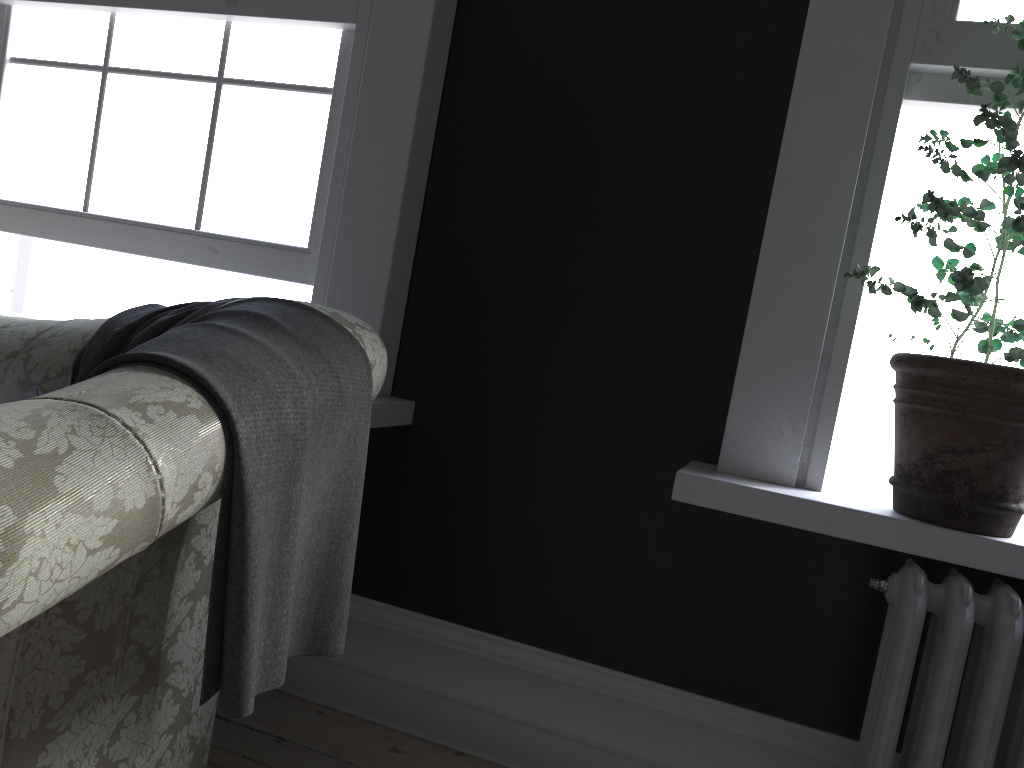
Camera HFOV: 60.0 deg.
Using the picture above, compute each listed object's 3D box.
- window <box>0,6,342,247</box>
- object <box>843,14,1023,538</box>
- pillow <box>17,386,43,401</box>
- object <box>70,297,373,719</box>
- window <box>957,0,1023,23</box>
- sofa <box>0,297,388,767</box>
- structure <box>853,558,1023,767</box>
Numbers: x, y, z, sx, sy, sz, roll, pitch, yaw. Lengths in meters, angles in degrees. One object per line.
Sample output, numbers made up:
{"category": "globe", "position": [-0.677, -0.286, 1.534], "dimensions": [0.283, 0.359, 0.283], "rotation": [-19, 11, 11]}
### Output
{"category": "window", "position": [-1.011, -1.296, 2.655], "dimensions": [1.261, 1.674, 0.056], "rotation": [11, 4, 18]}
{"category": "object", "position": [1.024, -0.259, 1.854], "dimensions": [0.506, 1.135, 0.473], "rotation": [8, 5, -32]}
{"category": "pillow", "position": [-1.110, 0.191, 1.747], "dimensions": [0.962, 0.462, 0.405], "rotation": [12, 4, 25]}
{"category": "object", "position": [-0.617, 0.099, 1.742], "dimensions": [0.517, 0.586, 1.364], "rotation": [9, 4, -23]}
{"category": "window", "position": [1.638, -1.105, 1.796], "dimensions": [1.261, 1.018, 0.056], "rotation": [11, 4, 18]}
{"category": "sofa", "position": [-1.599, 0.203, 1.956], "dimensions": [2.809, 1.162, 1.606], "rotation": [11, 4, 19]}
{"category": "structure", "position": [1.222, 0.881, 1.741], "dimensions": [1.140, 0.850, 0.276], "rotation": [11, 4, 18]}
